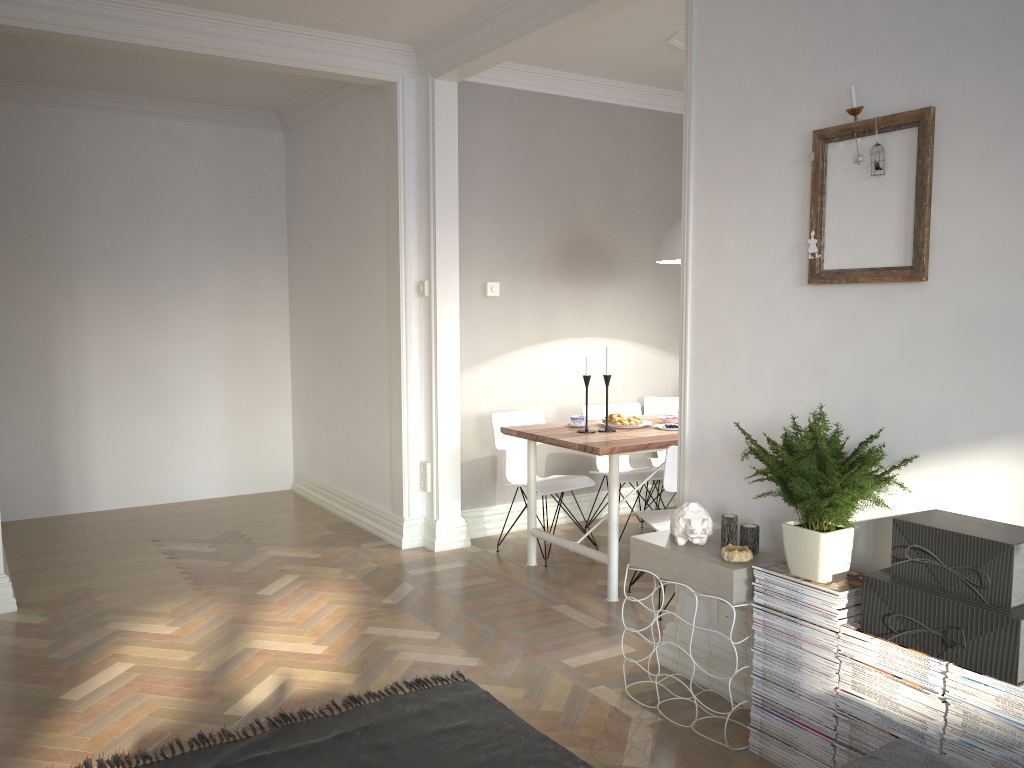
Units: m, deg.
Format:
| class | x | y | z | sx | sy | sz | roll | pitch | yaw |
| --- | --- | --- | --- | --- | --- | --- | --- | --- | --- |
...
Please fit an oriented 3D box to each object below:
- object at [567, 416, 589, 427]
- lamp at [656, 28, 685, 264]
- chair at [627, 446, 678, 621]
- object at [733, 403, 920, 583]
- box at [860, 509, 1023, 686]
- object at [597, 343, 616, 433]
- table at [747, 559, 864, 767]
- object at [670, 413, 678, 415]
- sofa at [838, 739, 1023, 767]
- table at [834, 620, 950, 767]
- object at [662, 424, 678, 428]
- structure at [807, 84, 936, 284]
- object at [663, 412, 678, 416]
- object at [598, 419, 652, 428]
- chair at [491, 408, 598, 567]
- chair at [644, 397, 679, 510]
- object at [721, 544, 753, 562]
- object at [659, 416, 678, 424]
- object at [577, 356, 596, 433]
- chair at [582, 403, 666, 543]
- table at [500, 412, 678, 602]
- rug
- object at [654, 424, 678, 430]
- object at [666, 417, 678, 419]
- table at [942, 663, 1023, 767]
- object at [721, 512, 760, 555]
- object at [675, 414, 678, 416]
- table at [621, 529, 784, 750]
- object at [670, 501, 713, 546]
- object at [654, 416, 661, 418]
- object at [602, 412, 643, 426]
| class | x | y | z | sx | sy | sz | roll | pitch | yaw |
| --- | --- | --- | --- | --- | --- | --- | --- | --- | --- |
| object | 0.351 | 0.199 | 4.695 | 0.116 | 0.056 | 0.137 | 0 | 5 | -2 |
| lamp | 1.041 | -1.245 | 4.701 | 0.530 | 1.184 | 0.529 | -3 | 6 | -25 |
| chair | 0.816 | 0.635 | 4.086 | 0.431 | 0.787 | 0.478 | -1 | 6 | -12 |
| object | 0.881 | 0.321 | 2.584 | 0.368 | 0.527 | 0.437 | -4 | 6 | -32 |
| box | 1.135 | 0.522 | 2.261 | 0.298 | 0.316 | 0.419 | -3 | 6 | -32 |
| object | 0.483 | 0.018 | 4.499 | 0.095 | 0.449 | 0.095 | -4 | 7 | -37 |
| table | 0.911 | 0.850 | 2.655 | 0.246 | 0.597 | 0.321 | -4 | 7 | -32 |
| object | 0.914 | 0.182 | 4.967 | 0.057 | 0.037 | 0.073 | 0 | 5 | 6 |
| sofa | 0.164 | 0.963 | 0.672 | 2.631 | 0.773 | 1.553 | -3 | 6 | -32 |
| table | 1.076 | 0.920 | 2.400 | 0.246 | 0.500 | 0.327 | -4 | 7 | -32 |
| object | 0.825 | 0.223 | 4.609 | 0.100 | 0.025 | 0.066 | 3 | 6 | 35 |
| structure | 1.026 | -0.583 | 2.574 | 0.053 | 0.575 | 0.398 | -4 | 7 | -35 |
| object | 0.911 | 0.184 | 4.955 | 0.129 | 0.038 | 0.129 | -3 | 6 | -27 |
| object | 0.603 | 0.214 | 4.732 | 0.287 | 0.020 | 0.287 | -5 | 7 | -44 |
| chair | 0.177 | 0.558 | 5.003 | 0.431 | 0.787 | 0.478 | -5 | 7 | -42 |
| chair | 1.090 | 0.494 | 5.745 | 0.431 | 0.787 | 0.478 | 0 | 6 | -1 |
| object | 0.712 | 0.537 | 2.809 | 0.099 | 0.046 | 0.104 | 1 | 5 | 14 |
| object | 0.858 | 0.198 | 4.796 | 0.129 | 0.038 | 0.129 | -3 | 6 | -32 |
| object | 0.377 | 0.047 | 4.472 | 0.095 | 0.397 | 0.095 | -4 | 7 | -37 |
| chair | 0.695 | 0.531 | 5.309 | 0.431 | 0.787 | 0.478 | -2 | 6 | -22 |
| table | 1.006 | 0.585 | 4.898 | 1.985 | 0.751 | 0.852 | -3 | 6 | -32 |
| rug | -0.501 | 1.204 | 1.960 | 2.014 | 0.055 | 2.109 | -3 | 6 | -32 |
| object | 0.830 | 0.226 | 4.619 | 0.180 | 0.014 | 0.179 | 2 | 5 | 23 |
| object | 0.857 | 0.197 | 4.797 | 0.085 | 0.039 | 0.082 | 2 | 5 | 23 |
| table | 1.244 | 0.942 | 2.135 | 0.246 | 0.500 | 0.327 | -4 | 7 | -32 |
| object | 0.747 | 0.485 | 2.901 | 0.123 | 0.134 | 0.061 | 1 | 6 | 9 |
| object | 0.938 | 0.166 | 4.943 | 0.020 | 0.003 | 0.194 | 2 | 5 | 25 |
| table | 0.650 | 0.833 | 2.999 | 0.298 | 0.576 | 0.552 | -4 | 6 | -31 |
| object | 0.604 | 0.469 | 3.012 | 0.137 | 0.150 | 0.310 | 0 | 5 | -2 |
| object | 0.811 | 0.184 | 4.779 | 0.130 | 0.027 | 0.028 | 1 | 5 | 10 |
| object | 0.582 | 0.187 | 4.742 | 0.197 | 0.063 | 0.188 | 2 | 6 | 28 |
